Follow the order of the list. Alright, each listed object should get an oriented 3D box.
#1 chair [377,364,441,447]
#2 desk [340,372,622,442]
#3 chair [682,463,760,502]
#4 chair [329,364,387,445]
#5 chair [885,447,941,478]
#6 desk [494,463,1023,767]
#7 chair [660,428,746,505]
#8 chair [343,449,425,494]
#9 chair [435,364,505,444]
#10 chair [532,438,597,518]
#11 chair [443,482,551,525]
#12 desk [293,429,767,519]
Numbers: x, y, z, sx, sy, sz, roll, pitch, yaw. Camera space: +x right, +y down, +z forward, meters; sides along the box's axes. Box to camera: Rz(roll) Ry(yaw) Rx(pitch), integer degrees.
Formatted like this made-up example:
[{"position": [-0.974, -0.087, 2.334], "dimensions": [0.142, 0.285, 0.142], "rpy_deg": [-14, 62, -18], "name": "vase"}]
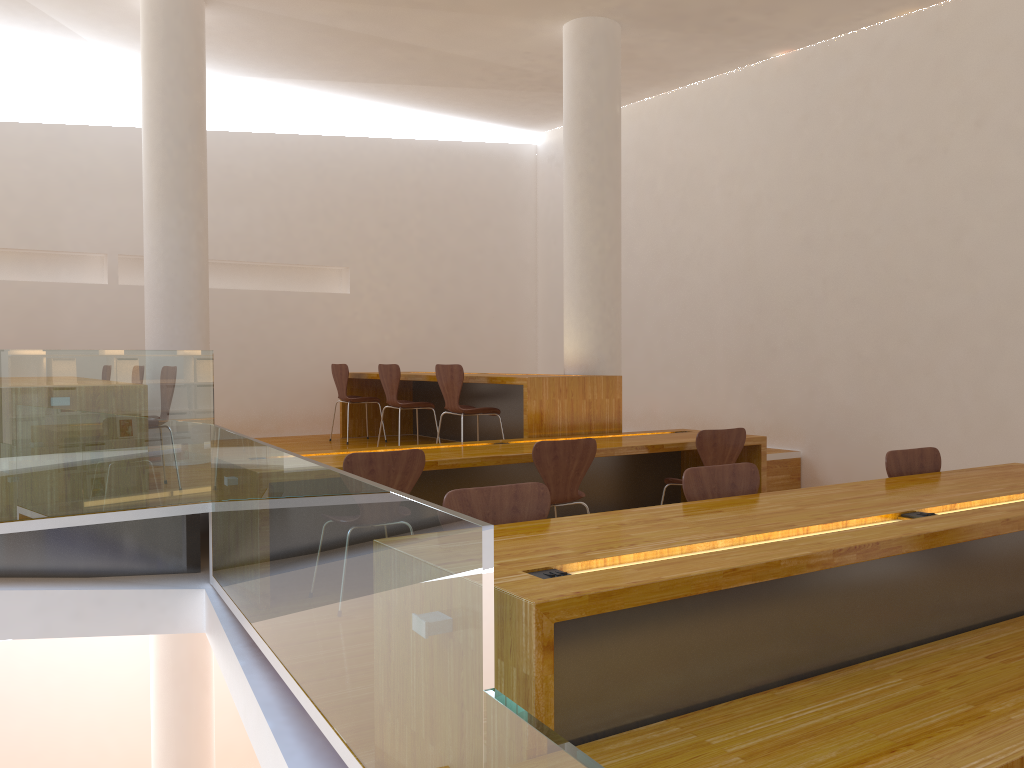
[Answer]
[{"position": [-0.803, 0.190, 6.889], "dimensions": [0.381, 0.693, 0.428], "rpy_deg": [-1, 2, -32], "name": "chair"}, {"position": [-0.430, 0.221, 7.096], "dimensions": [0.760, 0.606, 3.185], "rpy_deg": [-1, 2, -32], "name": "desk"}, {"position": [0.867, 0.651, 3.159], "dimensions": [0.428, 0.693, 0.381], "rpy_deg": [-1, 2, -32], "name": "chair"}, {"position": [-1.368, 0.167, 7.855], "dimensions": [0.381, 0.693, 0.428], "rpy_deg": [-1, 2, -32], "name": "chair"}, {"position": [1.834, 0.632, 3.724], "dimensions": [0.428, 0.693, 0.381], "rpy_deg": [-1, 2, -32], "name": "chair"}, {"position": [1.308, 0.865, 2.719], "dimensions": [3.236, 0.918, 1.285], "rpy_deg": [-1, 2, -32], "name": "desk"}, {"position": [1.106, 0.596, 5.185], "dimensions": [0.428, 0.693, 0.381], "rpy_deg": [-1, 2, -32], "name": "chair"}, {"position": [-0.642, 0.634, 4.038], "dimensions": [0.428, 0.693, 0.381], "rpy_deg": [-1, 2, -32], "name": "chair"}, {"position": [-0.285, 0.210, 6.068], "dimensions": [0.381, 0.693, 0.428], "rpy_deg": [-1, 2, -32], "name": "chair"}, {"position": [0.180, 0.617, 4.556], "dimensions": [0.428, 0.693, 0.381], "rpy_deg": [-1, 2, -32], "name": "chair"}, {"position": [0.046, 0.669, 2.641], "dimensions": [0.428, 0.693, 0.381], "rpy_deg": [-1, 2, -32], "name": "chair"}, {"position": [0.055, 0.652, 5.055], "dimensions": [3.185, 0.606, 0.760], "rpy_deg": [-1, 2, -32], "name": "desk"}]
